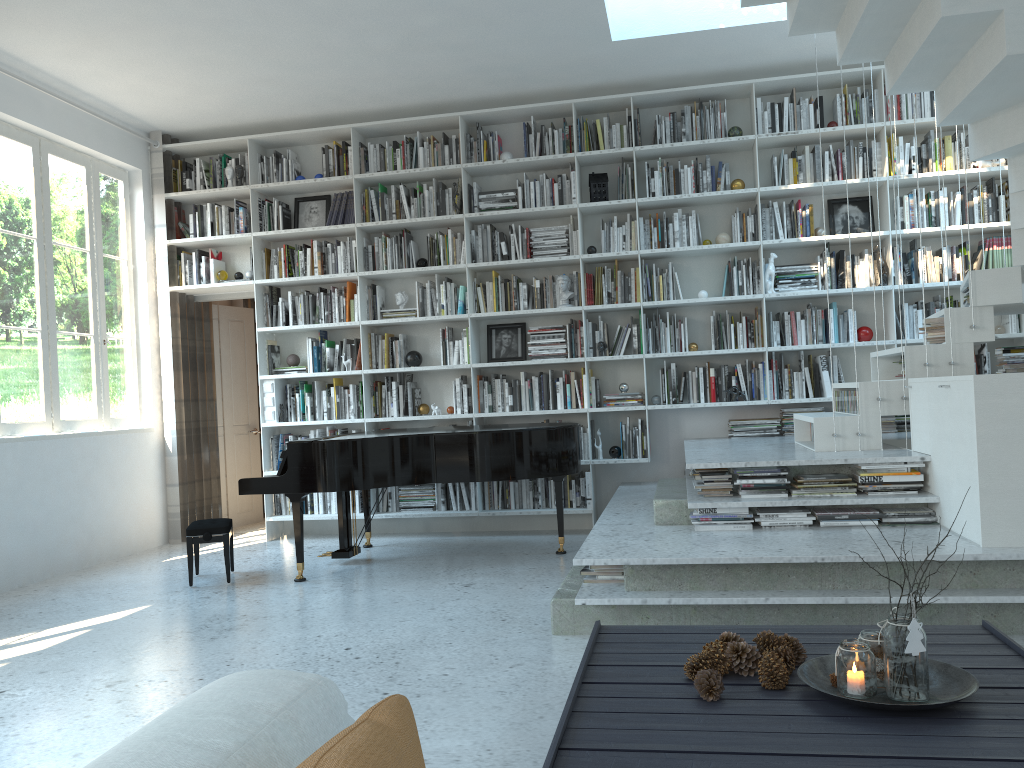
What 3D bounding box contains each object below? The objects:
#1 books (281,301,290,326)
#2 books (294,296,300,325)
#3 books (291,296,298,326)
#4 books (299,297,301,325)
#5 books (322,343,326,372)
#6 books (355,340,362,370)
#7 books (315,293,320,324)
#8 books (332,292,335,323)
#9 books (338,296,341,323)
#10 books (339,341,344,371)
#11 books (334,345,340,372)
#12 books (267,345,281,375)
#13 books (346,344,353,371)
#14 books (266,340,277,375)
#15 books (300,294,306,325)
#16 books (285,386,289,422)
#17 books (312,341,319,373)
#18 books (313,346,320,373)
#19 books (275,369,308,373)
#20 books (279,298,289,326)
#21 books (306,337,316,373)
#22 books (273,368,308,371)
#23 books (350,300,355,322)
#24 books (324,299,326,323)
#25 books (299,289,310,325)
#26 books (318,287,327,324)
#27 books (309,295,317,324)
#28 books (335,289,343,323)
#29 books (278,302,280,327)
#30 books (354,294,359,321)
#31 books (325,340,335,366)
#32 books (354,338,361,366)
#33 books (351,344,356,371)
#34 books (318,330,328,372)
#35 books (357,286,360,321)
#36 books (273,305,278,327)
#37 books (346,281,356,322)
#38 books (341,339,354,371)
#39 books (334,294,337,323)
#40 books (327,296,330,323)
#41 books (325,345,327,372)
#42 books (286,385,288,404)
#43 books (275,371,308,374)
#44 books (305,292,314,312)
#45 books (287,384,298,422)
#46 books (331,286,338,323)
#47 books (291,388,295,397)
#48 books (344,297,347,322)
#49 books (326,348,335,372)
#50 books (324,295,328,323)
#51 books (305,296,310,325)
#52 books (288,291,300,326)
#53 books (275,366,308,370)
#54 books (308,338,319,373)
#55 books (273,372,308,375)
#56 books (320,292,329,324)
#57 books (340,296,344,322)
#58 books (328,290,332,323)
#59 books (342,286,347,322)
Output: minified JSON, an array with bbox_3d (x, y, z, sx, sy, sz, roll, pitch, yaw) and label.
[{"bbox_3d":[-1.756,-0.539,6.969,0.028,0.203,0.188,-3,-1,11],"label":"books"},{"bbox_3d":[-1.658,-0.563,6.988,0.049,0.243,0.139,-3,0,11],"label":"books"},{"bbox_3d":[-1.692,-0.563,6.971,0.011,0.246,0.176,-3,0,11],"label":"books"},{"bbox_3d":[-1.630,-0.558,6.964,0.014,0.230,0.148,-3,0,11],"label":"books"},{"bbox_3d":[-1.449,-0.200,6.949,0.030,0.231,0.148,-3,0,11],"label":"books"},{"bbox_3d":[-1.139,-0.239,6.836,0.082,0.276,0.228,-3,-1,11],"label":"books"},{"bbox_3d":[-1.500,-0.578,6.956,0.048,0.256,0.141,-3,0,11],"label":"books"},{"bbox_3d":[-1.370,-0.582,6.928,0.011,0.251,0.139,-3,0,11],"label":"books"},{"bbox_3d":[-1.317,-0.568,6.913,0.012,0.217,0.160,-3,0,11],"label":"books"},{"bbox_3d":[-1.312,-0.212,6.918,0.013,0.242,0.141,-3,0,11],"label":"books"},{"bbox_3d":[-1.345,-0.197,6.925,0.056,0.214,0.142,-3,0,11],"label":"books"},{"bbox_3d":[-1.880,-0.184,7.015,0.028,0.243,0.156,-3,0,11],"label":"books"},{"bbox_3d":[-1.235,-0.199,6.882,0.030,0.207,0.172,-3,-1,11],"label":"books"},{"bbox_3d":[-1.899,-0.204,7.028,0.012,0.285,0.159,-3,0,11],"label":"books"},{"bbox_3d":[-1.605,-0.568,6.948,0.021,0.247,0.189,-3,-1,11],"label":"books"},{"bbox_3d":[-1.749,0.155,7.002,0.008,0.285,0.159,-3,0,11],"label":"books"},{"bbox_3d":[-1.521,-0.208,6.952,0.031,0.255,0.143,-3,0,11],"label":"books"},{"bbox_3d":[-1.495,-0.186,6.917,0.029,0.208,0.189,-3,-1,11],"label":"books"},{"bbox_3d":[-1.714,-0.101,6.987,0.254,0.012,0.161,-3,-1,8],"label":"books"},{"bbox_3d":[-1.780,-0.553,6.984,0.022,0.235,0.177,-3,-1,11],"label":"books"},{"bbox_3d":[-1.567,-0.221,6.954,0.012,0.285,0.159,-3,0,11],"label":"books"},{"bbox_3d":[-1.715,-0.113,6.984,0.285,0.012,0.159,-3,-1,15],"label":"books"},{"bbox_3d":[-1.214,-0.556,6.891,0.030,0.183,0.151,-3,-1,11],"label":"books"},{"bbox_3d":[-1.433,-0.555,6.937,0.021,0.205,0.130,-3,0,11],"label":"books"},{"bbox_3d":[-1.620,-0.590,6.959,0.011,0.293,0.183,-3,0,11],"label":"books"},{"bbox_3d":[-1.474,-0.601,6.933,0.013,0.300,0.151,-3,0,11],"label":"books"},{"bbox_3d":[-1.537,-0.569,6.945,0.023,0.242,0.184,-3,-1,11],"label":"books"},{"bbox_3d":[-1.334,-0.596,6.902,0.015,0.275,0.157,-3,0,11],"label":"books"},{"bbox_3d":[-1.808,-0.538,7.006,0.042,0.209,0.143,-3,0,11],"label":"books"},{"bbox_3d":[-1.185,-0.578,6.886,0.031,0.223,0.144,-3,0,11],"label":"books"},{"bbox_3d":[-1.412,-0.212,6.916,0.011,0.250,0.172,-3,0,11],"label":"books"},{"bbox_3d":[-1.182,-0.224,6.885,0.021,0.251,0.154,-3,0,11],"label":"books"},{"bbox_3d":[-1.205,-0.202,6.886,0.027,0.209,0.143,-3,0,11],"label":"books"},{"bbox_3d":[-1.473,-0.251,6.947,0.011,0.336,0.153,-3,0,11],"label":"books"},{"bbox_3d":[-1.157,-0.610,6.885,0.027,0.286,0.148,-3,0,11],"label":"books"},{"bbox_3d":[-1.834,-0.524,6.992,0.037,0.182,0.189,-3,-1,11],"label":"books"},{"bbox_3d":[-1.250,-0.625,6.894,0.035,0.325,0.170,-3,0,11],"label":"books"},{"bbox_3d":[-1.279,-0.221,6.897,0.060,0.255,0.158,-3,0,11],"label":"books"},{"bbox_3d":[-1.349,-0.578,6.934,0.028,0.242,0.131,-3,0,11],"label":"books"},{"bbox_3d":[-1.404,-0.568,6.929,0.013,0.227,0.151,-3,0,11],"label":"books"},{"bbox_3d":[-1.425,-0.210,6.937,0.022,0.249,0.129,-3,0,11],"label":"books"},{"bbox_3d":[-1.737,0.152,6.998,0.016,0.289,0.152,-3,0,11],"label":"books"},{"bbox_3d":[-1.713,-0.089,6.991,0.254,0.012,0.161,-3,-1,12],"label":"books"},{"bbox_3d":[-1.586,-0.581,6.963,0.011,0.271,0.157,-3,0,11],"label":"books"},{"bbox_3d":[-1.724,0.149,6.988,0.014,0.294,0.171,-3,0,11],"label":"books"},{"bbox_3d":[-1.381,-0.608,6.935,0.011,0.304,0.130,-3,0,11],"label":"books"},{"bbox_3d":[-1.693,0.163,6.971,0.007,0.264,0.176,-3,0,11],"label":"books"},{"bbox_3d":[-1.271,-0.563,6.898,0.013,0.203,0.161,-3,-1,11],"label":"books"},{"bbox_3d":[-1.393,-0.183,6.900,0.029,0.190,0.189,-3,-1,11],"label":"books"},{"bbox_3d":[-1.419,-0.569,6.920,0.013,0.229,0.177,-3,-1,11],"label":"books"},{"bbox_3d":[-1.571,-0.565,6.943,0.024,0.237,0.167,-3,0,11],"label":"books"},{"bbox_3d":[-1.708,-0.580,6.982,0.023,0.281,0.174,-3,0,11],"label":"books"},{"bbox_3d":[-1.715,-0.125,6.991,0.254,0.012,0.161,-3,-1,12],"label":"books"},{"bbox_3d":[-1.550,-0.216,6.950,0.024,0.273,0.150,-3,0,11],"label":"books"},{"bbox_3d":[-1.713,-0.077,6.986,0.285,0.012,0.159,-3,-1,14],"label":"books"},{"bbox_3d":[-1.455,-0.580,6.940,0.021,0.256,0.156,-3,0,11],"label":"books"},{"bbox_3d":[-1.300,-0.570,6.914,0.021,0.220,0.148,-3,0,11],"label":"books"},{"bbox_3d":[-1.394,-0.591,6.922,0.012,0.272,0.145,-3,0,11],"label":"books"},{"bbox_3d":[-1.284,-0.607,6.915,0.015,0.293,0.144,-3,0,11],"label":"books"}]
